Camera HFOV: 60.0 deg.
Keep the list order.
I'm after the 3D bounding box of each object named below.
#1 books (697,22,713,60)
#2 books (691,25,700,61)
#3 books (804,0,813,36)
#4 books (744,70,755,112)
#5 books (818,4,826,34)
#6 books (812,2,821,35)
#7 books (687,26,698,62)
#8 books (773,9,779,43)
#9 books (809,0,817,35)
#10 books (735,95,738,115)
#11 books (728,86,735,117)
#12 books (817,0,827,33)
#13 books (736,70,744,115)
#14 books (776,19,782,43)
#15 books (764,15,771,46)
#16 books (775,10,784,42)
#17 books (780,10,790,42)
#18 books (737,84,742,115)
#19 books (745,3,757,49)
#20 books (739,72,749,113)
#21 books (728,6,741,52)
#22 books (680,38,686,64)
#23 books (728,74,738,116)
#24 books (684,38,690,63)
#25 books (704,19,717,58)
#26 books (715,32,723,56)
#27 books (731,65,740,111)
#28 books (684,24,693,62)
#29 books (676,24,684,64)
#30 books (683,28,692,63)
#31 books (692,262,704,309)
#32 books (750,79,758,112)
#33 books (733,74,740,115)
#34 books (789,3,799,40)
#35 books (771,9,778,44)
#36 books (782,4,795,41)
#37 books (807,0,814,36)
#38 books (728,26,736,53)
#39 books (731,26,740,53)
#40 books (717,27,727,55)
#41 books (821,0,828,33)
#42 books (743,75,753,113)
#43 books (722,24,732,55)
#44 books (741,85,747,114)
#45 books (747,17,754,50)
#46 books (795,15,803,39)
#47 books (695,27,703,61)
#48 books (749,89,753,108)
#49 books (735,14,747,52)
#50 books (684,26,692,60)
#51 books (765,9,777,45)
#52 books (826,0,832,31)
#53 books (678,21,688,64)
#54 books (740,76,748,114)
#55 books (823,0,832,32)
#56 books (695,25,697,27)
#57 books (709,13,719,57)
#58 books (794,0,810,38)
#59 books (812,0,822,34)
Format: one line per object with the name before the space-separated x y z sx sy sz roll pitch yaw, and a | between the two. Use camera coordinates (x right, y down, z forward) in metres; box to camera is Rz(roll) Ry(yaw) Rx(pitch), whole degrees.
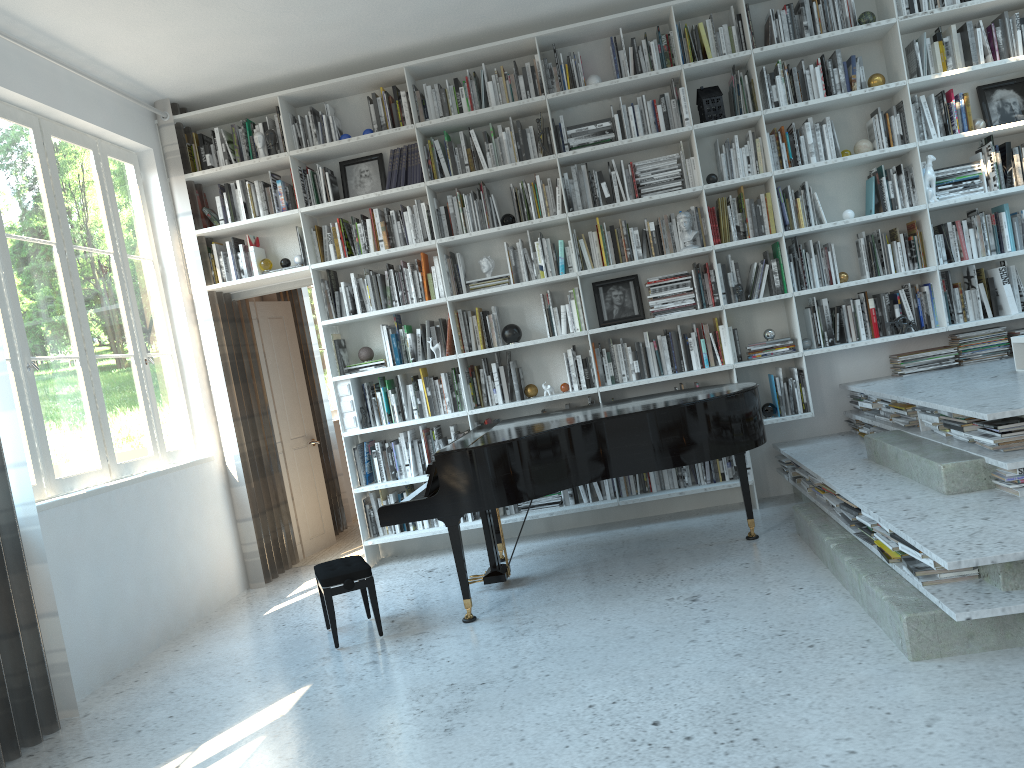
books | 1.198 -2.092 5.517 0.054 0.255 0.190 -10 2 7
books | 1.147 -2.087 5.539 0.008 0.262 0.142 -10 2 7
books | 1.802 -2.220 5.453 0.024 0.292 0.167 -10 2 7
books | 1.482 -1.791 5.527 0.005 0.292 0.130 -10 2 7
books | 1.880 -2.187 5.423 0.018 0.201 0.188 -10 2 7
books | 1.855 -2.198 5.436 0.018 0.231 0.160 -10 2 7
books | 1.126 -2.083 5.533 0.034 0.261 0.157 -10 2 7
books | 1.622 -2.169 5.485 0.012 0.255 0.133 -10 2 7
books | 1.840 -2.223 5.455 0.007 0.285 0.159 -10 2 7
books | 1.390 -1.728 5.545 0.022 0.199 0.143 -10 2 7
books | 1.375 -1.732 5.540 0.019 0.214 0.155 -10 2 7
books | 1.890 -2.215 5.435 0.008 0.251 0.170 -10 2 7
books | 1.411 -1.776 5.507 0.021 0.288 0.179 -10 2 7
books | 1.637 -2.135 5.476 0.009 0.183 0.160 -10 2 7
books | 1.576 -2.135 5.468 0.046 0.206 0.183 -10 2 7
books | 1.642 -2.159 5.461 0.013 0.229 0.173 -10 2 7
books | 1.674 -2.163 5.471 0.028 0.226 0.163 -10 2 7
books | 1.410 -1.740 5.531 0.024 0.217 0.168 -10 2 7
books | 1.468 -2.166 5.475 0.019 0.304 0.175 -10 2 7
books | 1.446 -1.783 5.540 0.013 0.289 0.131 -10 2 7
books | 1.387 -2.165 5.518 0.012 0.330 0.128 -10 2 7
books | 1.068 -2.044 5.562 0.016 0.204 0.143 -10 2 7
books | 1.373 -1.761 5.505 0.021 0.272 0.190 -10 2 7
books | 1.090 -2.042 5.549 0.015 0.193 0.160 -10 2 7
books | 1.239 -2.110 5.532 0.030 0.274 0.151 -10 2 7
books | 1.281 -2.069 5.509 0.022 0.180 0.172 -10 2 7
books | 1.394 -1.799 5.529 0.025 0.339 0.142 -10 2 7
books | 1.106 -2.089 5.545 0.007 0.279 0.150 -10 2 7
books | 1.047 -2.078 5.541 0.008 0.279 0.170 -10 2 7
books | 1.093 -2.066 5.521 0.007 0.239 0.191 -10 2 7
books | 1.184 -0.621 5.648 0.011 0.299 0.130 -10 2 7
books | 1.491 -1.752 5.494 0.008 0.214 0.223 -10 2 7
books | 1.390 -1.764 5.516 0.022 0.272 0.181 -10 2 7
books | 1.725 -2.188 5.464 0.021 0.256 0.168 -10 2 7
books | 1.611 -2.161 5.478 0.011 0.244 0.172 -10 2 7
books | 1.700 -2.183 5.466 0.030 0.255 0.161 -10 2 7
books | 1.823 -2.226 5.462 0.017 0.295 0.138 -10 2 7
books | 1.358 -2.095 5.516 0.025 0.203 0.162 -10 2 7
books | 1.381 -2.095 5.506 0.022 0.194 0.181 -10 2 7
books | 1.302 -2.084 5.507 0.024 0.202 0.180 -10 2 7
books | 1.890 -2.254 5.431 0.007 0.329 0.183 -10 2 7
books | 1.458 -1.764 5.497 0.013 0.248 0.186 -10 2 7
books | 1.327 -2.094 5.499 0.031 0.213 0.169 -10 2 7
books | 1.433 -1.741 5.526 0.013 0.211 0.140 -10 2 7
books | 1.455 -2.126 5.488 0.033 0.229 0.175 -10 2 7
books | 1.759 -2.161 5.480 0.031 0.190 0.132 -10 2 7
books | 1.159 -2.075 5.520 0.015 0.234 0.171 -10 2 7
books | 1.481 -1.745 5.542 0.015 0.201 0.130 -10 2 7
books | 1.410 -2.129 5.485 0.029 0.253 0.186 -10 2 7
books | 1.100 -2.077 5.535 0.006 0.260 0.166 -10 2 7
books | 1.600 -2.159 5.470 0.009 0.244 0.173 -10 2 7
books | 1.926 -2.236 5.439 0.012 0.280 0.144 -10 2 7
books | 1.068 -2.091 5.542 0.007 0.298 0.181 -10 2 7
books | 1.437 -1.764 5.514 0.005 0.255 0.158 -10 2 7
books | 1.902 -2.241 5.414 0.015 0.299 0.183 -10 2 7
books | 1.171 -2.093 5.553 0.007 0.264 0.133 -10 2 7
books | 1.255 -2.124 5.512 0.010 0.297 0.167 -10 2 7
books | 1.777 -2.197 5.434 0.028 0.258 0.184 -10 2 7
books | 1.860 -2.240 5.438 0.006 0.312 0.179 -10 2 7
